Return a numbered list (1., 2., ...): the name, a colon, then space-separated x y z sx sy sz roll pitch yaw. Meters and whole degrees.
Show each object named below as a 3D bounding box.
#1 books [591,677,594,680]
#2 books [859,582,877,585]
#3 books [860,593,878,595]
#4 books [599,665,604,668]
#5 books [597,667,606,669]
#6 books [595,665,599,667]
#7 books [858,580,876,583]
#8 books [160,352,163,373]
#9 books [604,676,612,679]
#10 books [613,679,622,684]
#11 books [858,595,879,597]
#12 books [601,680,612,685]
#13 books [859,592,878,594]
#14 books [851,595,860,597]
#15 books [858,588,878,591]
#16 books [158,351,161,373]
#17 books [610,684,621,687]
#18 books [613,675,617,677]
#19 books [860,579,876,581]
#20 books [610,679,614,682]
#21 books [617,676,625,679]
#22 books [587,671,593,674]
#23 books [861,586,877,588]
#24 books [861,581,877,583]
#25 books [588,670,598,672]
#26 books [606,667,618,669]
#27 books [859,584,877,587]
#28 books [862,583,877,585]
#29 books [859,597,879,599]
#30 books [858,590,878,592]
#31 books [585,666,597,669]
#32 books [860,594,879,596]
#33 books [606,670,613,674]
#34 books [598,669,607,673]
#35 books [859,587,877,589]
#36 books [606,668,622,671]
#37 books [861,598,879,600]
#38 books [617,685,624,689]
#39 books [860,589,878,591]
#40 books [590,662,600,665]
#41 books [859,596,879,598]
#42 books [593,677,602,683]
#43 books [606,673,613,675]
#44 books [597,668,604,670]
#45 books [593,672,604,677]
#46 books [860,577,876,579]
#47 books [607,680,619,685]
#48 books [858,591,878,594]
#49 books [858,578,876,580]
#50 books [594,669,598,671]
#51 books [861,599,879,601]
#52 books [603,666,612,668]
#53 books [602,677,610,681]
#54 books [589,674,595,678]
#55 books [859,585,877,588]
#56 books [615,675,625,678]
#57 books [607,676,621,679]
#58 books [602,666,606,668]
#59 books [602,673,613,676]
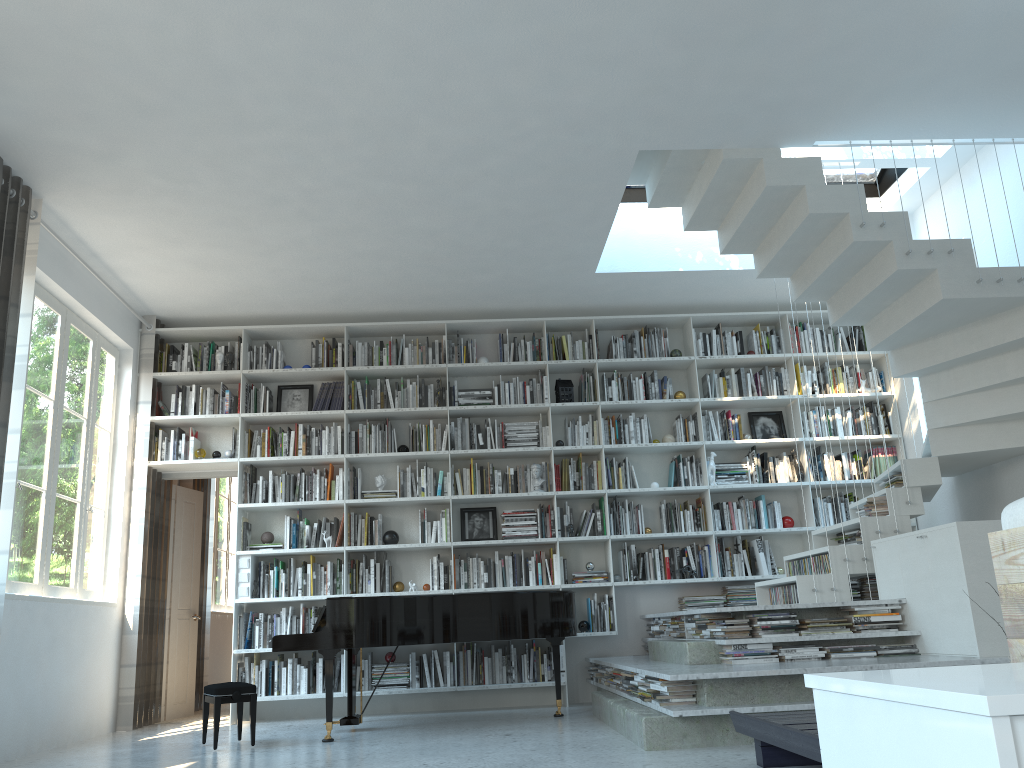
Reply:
1. books: 0.711 2.280 6.870 0.171 0.015 0.242 -2 -16 -3
2. books: 3.024 1.635 7.289 0.285 0.009 0.160 -3 -16 -1
3. books: 3.029 1.717 7.266 0.368 0.007 0.206 -3 -16 0
4. books: 0.736 2.103 6.614 0.135 0.014 0.298 -2 -16 -2
5. books: 0.731 2.113 6.611 0.126 0.005 0.291 0 -16 -8
6. books: 0.723 2.186 6.896 0.133 0.017 0.232 -2 -16 -2
7. books: 3.022 1.620 7.301 0.285 0.009 0.160 -2 -16 -3
8. books: -2.924 -0.143 7.464 0.024 0.227 0.130 -2 -15 -3
9. books: 0.749 2.082 6.300 0.149 0.007 0.301 -2 -16 -3
10. books: 0.761 1.908 5.701 0.182 0.013 0.288 -2 -16 -2
11. books: 3.030 1.734 7.268 0.367 0.007 0.206 -2 -16 -2
12. books: 0.730 2.112 6.291 0.177 0.026 0.231 -3 -16 -1
13. books: 3.029 1.711 7.271 0.327 0.008 0.208 -4 -16 3
14. books: 2.629 1.742 7.246 0.359 0.009 0.202 -2 -16 -4
15. books: 3.027 1.680 7.273 0.327 0.008 0.208 -3 -16 1
16. books: -2.941 -0.144 7.440 0.014 0.218 0.189 -2 -15 -3
17. books: 0.758 2.033 5.989 0.157 0.014 0.181 -1 -16 -6
18. books: 0.763 1.971 6.006 0.140 0.013 0.181 -3 -16 -1
19. books: 3.022 1.610 7.300 0.254 0.009 0.161 -2 -16 -4
20. books: 0.757 2.001 5.998 0.165 0.012 0.205 -2 -16 -3
21. books: 0.773 1.884 5.708 0.155 0.009 0.298 -2 -16 -2
22. books: 0.696 2.235 6.881 0.177 0.012 0.279 -1 -16 -7
23. books: 3.027 1.668 7.285 0.327 0.008 0.208 -2 -16 -2
24. books: 3.023 1.626 7.289 0.254 0.009 0.161 -3 -16 0
25. books: 0.698 2.225 6.884 0.188 0.009 0.211 -2 -16 -4
26. books: 0.746 1.921 6.019 0.174 0.011 0.228 -2 -16 -4
27. books: 3.026 1.651 7.281 0.327 0.008 0.208 -3 -16 1
28. books: 3.024 1.644 7.287 0.254 0.009 0.161 -3 -16 -1
29. books: 3.030 1.747 7.261 0.327 0.008 0.208 -3 -16 -1
30. books: 3.028 1.697 7.278 0.368 0.007 0.206 -4 -16 4
31. books: 0.689 2.202 6.890 0.191 0.013 0.244 -1 -16 -7
32. books: 3.029 1.725 7.264 0.327 0.008 0.208 -3 -16 0
33. books: 0.737 1.949 6.011 0.182 0.016 0.199 -3 -16 1
34. books: 0.726 2.041 6.310 0.180 0.015 0.295 -1 -16 -5
35. books: 3.028 1.674 7.278 0.368 0.007 0.206 -3 -16 0
36. books: 0.744 1.934 6.015 0.171 0.015 0.253 -1 -16 -6
37. books: 3.031 1.754 7.256 0.368 0.007 0.206 -3 -16 2
38. books: 0.765 1.945 5.691 0.161 0.008 0.255 -3 -16 1
39. books: 3.028 1.689 7.274 0.327 0.008 0.208 -3 -16 2
40. books: 0.708 2.172 6.899 0.158 0.014 0.235 -1 -16 -5
41. books: 3.030 1.741 7.266 0.327 0.008 0.208 -4 -16 4
42. books: 0.716 2.195 6.588 0.189 0.030 0.238 -2 -16 -3
43. books: 0.744 1.961 6.008 0.169 0.009 0.242 -1 -16 -7
44. books: 0.722 2.120 6.609 0.160 0.009 0.292 -2 -16 -2
45. books: 0.706 2.156 6.598 0.191 0.028 0.213 -3 -16 0
46. books: 3.021 1.593 7.303 0.254 0.009 0.161 -2 -16 -2
47. books: 0.753 2.013 5.994 0.159 0.012 0.293 -1 -16 -6
48. books: 3.029 1.704 7.273 0.327 0.008 0.208 -3 -16 -1
49. books: 3.022 1.603 7.305 0.285 0.009 0.160 -2 -16 -3
50. books: 0.721 2.214 6.888 0.136 0.013 0.259 -1 -16 -5
51. books: 3.031 1.764 7.265 0.327 0.008 0.208 -2 -16 -3
52. books: 0.731 1.914 6.020 0.193 0.005 0.225 -1 -16 -7
53. books: 0.736 2.092 6.296 0.172 0.014 0.221 -2 -16 -2
54. books: 0.699 2.259 6.875 0.179 0.012 0.262 -3 -16 -1
55. books: 3.027 1.661 7.290 0.328 0.008 0.208 -4 -16 5
56. books: 0.768 1.876 5.710 0.169 0.009 0.242 -2 -16 -3
57. books: 0.750 1.983 6.002 0.159 0.011 0.247 -1 -16 -7
58. books: 0.735 2.013 6.318 0.159 0.006 0.286 -2 -16 -2
59. books: 0.730 2.058 6.305 0.171 0.020 0.194 -3 -16 0
